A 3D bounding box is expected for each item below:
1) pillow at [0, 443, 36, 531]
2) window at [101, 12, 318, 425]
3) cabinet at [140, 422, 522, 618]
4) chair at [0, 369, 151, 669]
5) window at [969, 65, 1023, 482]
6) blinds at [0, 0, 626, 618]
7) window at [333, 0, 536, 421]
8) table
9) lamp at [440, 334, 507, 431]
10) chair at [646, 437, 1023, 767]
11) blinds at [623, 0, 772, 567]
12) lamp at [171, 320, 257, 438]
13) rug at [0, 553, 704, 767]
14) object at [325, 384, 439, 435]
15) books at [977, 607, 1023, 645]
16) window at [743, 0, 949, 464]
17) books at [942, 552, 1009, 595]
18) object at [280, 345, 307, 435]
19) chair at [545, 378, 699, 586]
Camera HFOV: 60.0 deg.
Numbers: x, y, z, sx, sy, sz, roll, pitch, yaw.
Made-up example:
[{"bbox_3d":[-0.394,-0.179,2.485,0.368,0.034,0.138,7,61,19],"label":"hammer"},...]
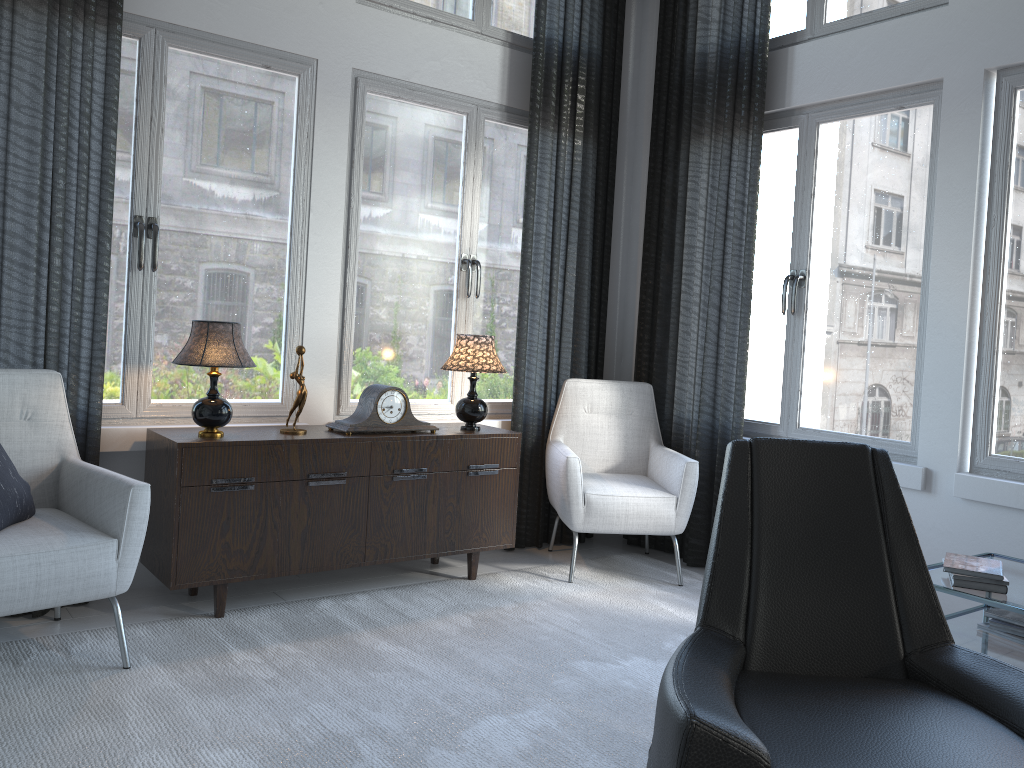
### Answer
[{"bbox_3d":[-1.517,0.266,2.510,0.252,0.295,0.357,3,3,-10],"label":"pillow"},{"bbox_3d":[-1.314,-1.005,3.226,1.267,2.321,0.133,2,2,-37],"label":"window"},{"bbox_3d":[-0.647,0.487,3.433,1.398,0.612,0.387,1,3,-37],"label":"cabinet"},{"bbox_3d":[-1.457,0.384,2.567,0.614,0.822,0.593,5,3,43],"label":"chair"},{"bbox_3d":[2.128,-0.774,2.735,0.133,2.321,1.270,2,2,-37],"label":"window"},{"bbox_3d":[-0.676,-0.866,3.546,3.210,3.274,0.189,2,2,-37],"label":"blinds"},{"bbox_3d":[-0.178,-0.991,4.074,1.267,2.321,0.133,2,2,-37],"label":"window"},{"bbox_3d":[1.465,0.766,2.444,0.593,0.410,0.594,1,3,-37],"label":"table"},{"bbox_3d":[-0.163,-0.007,3.704,0.280,0.397,0.281,3,2,-11],"label":"lamp"},{"bbox_3d":[0.669,0.555,1.765,0.840,0.809,0.805,3,2,1],"label":"chair"},{"bbox_3d":[1.578,-0.715,3.228,0.188,3.274,3.218,2,2,-37],"label":"blinds"},{"bbox_3d":[-1.029,-0.018,3.058,0.280,0.397,0.281,3,2,-11],"label":"lamp"},{"bbox_3d":[1.717,1.113,0.271,2.953,0.032,7.785,1,4,-37],"label":"rug"},{"bbox_3d":[-0.501,0.095,3.474,0.406,0.180,0.181,1,3,-37],"label":"object"},{"bbox_3d":[1.479,0.700,2.531,0.177,0.053,0.231,1,4,-32],"label":"books"},{"bbox_3d":[1.283,-0.893,3.872,0.133,2.321,1.270,2,2,-37],"label":"window"},{"bbox_3d":[1.295,0.529,2.483,0.161,0.050,0.215,5,4,25],"label":"books"},{"bbox_3d":[-0.797,0.019,3.267,0.096,0.324,0.096,2,2,-37],"label":"object"},{"bbox_3d":[0.468,0.410,3.985,0.593,0.822,0.613,3,2,-7],"label":"chair"}]
